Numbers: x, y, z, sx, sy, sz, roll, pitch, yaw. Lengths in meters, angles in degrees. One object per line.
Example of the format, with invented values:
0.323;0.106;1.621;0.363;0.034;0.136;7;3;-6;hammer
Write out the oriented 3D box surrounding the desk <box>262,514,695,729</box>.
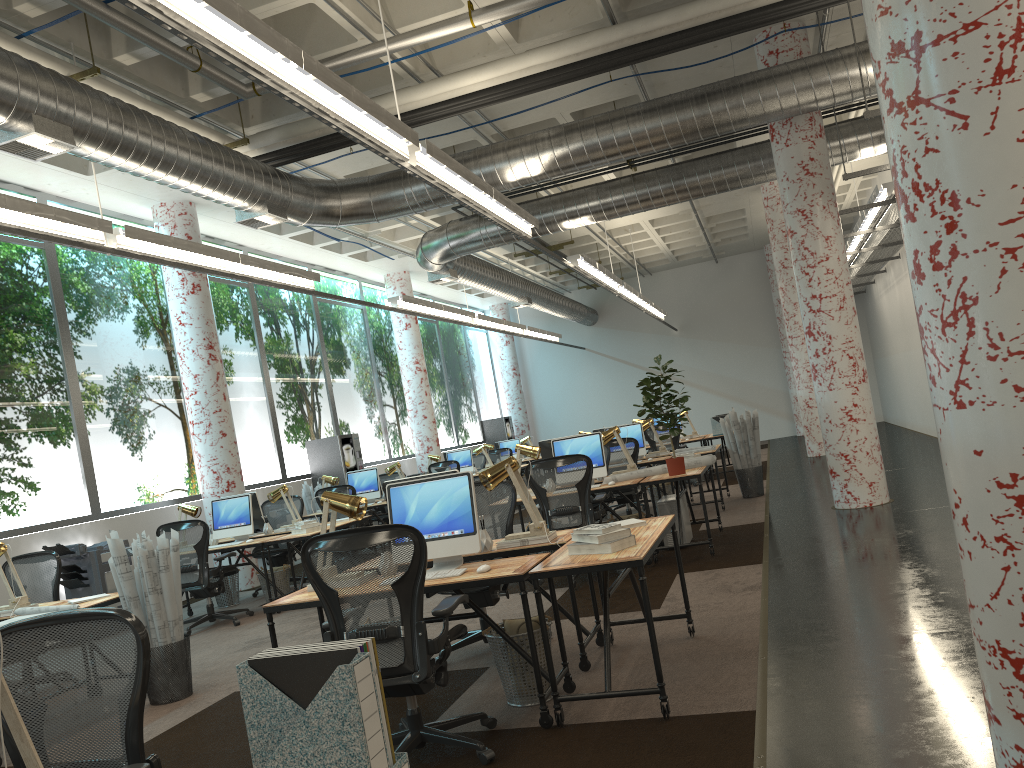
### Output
-0.087;1.296;4.817;1.945;0.724;1.399;-11;-3;16;desk

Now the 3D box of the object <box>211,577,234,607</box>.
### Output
-3.237;2.289;9.873;0.236;0.403;0.119;-10;0;17;object

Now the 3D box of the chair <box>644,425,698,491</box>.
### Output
2.518;1.184;14.445;0.770;1.085;0.793;-10;-1;0;chair

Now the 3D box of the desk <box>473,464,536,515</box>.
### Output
-0.624;2.021;16.350;1.945;0.724;1.399;-11;-3;16;desk

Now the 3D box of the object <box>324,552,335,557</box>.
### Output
-2.780;2.412;13.291;0.355;0.398;0.352;-11;-2;35;object

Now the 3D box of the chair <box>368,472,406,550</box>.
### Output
-1.857;1.902;13.495;0.770;1.085;0.793;-10;-1;0;chair

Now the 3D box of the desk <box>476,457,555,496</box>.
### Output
0.285;2.032;19.465;1.945;0.724;1.399;-11;-3;16;desk

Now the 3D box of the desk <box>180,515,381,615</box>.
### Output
-2.615;1.998;9.533;1.945;0.724;1.399;-11;-3;16;desk

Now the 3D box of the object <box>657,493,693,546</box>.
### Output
1.594;1.328;8.641;0.221;0.454;0.540;-10;-2;16;object

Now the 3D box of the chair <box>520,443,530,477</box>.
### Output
0.168;1.925;20.432;0.770;1.085;0.793;-10;-1;0;chair

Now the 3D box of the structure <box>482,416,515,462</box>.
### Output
-0.241;1.815;23.833;0.640;1.810;0.748;-10;-1;16;structure

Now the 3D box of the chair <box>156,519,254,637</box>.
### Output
-3.065;1.853;8.706;0.770;1.085;0.793;-10;-1;0;chair

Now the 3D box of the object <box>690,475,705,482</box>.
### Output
3.111;1.438;14.997;0.359;0.435;0.353;-10;-1;13;object

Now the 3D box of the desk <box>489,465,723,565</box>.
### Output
0.943;1.292;8.460;1.945;0.724;1.399;-11;-3;16;desk

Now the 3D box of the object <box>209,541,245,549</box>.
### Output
-2.969;1.661;9.107;0.440;0.017;0.118;-11;-3;16;object

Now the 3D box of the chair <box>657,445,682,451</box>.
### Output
2.851;1.224;16.238;0.770;1.085;0.793;-10;-1;0;chair

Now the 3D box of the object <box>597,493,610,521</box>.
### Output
1.163;1.611;11.898;0.359;0.435;0.353;-10;-1;13;object

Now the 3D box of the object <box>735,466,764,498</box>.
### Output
3.115;1.278;11.535;0.352;0.398;0.354;-9;-2;-29;object

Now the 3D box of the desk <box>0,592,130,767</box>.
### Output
-3.674;1.986;5.904;1.945;0.724;1.399;-11;-3;16;desk

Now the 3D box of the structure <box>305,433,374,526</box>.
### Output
-2.854;1.785;14.883;0.640;1.810;0.748;-10;-1;16;structure

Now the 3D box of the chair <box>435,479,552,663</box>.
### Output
-0.205;1.189;5.784;0.770;1.085;0.793;-10;-1;0;chair

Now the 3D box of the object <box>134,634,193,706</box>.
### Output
-2.320;1.929;5.955;0.352;0.398;0.355;-9;-2;-29;object

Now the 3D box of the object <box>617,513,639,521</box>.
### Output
1.115;1.412;8.259;0.236;0.403;0.119;-10;0;17;object

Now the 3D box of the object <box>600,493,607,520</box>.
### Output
1.138;1.625;11.824;0.236;0.403;0.119;-10;0;17;object

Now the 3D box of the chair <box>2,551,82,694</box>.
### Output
-3.791;1.880;6.871;0.770;1.085;0.793;-10;-1;0;chair

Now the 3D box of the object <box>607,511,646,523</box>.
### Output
1.086;1.400;8.185;0.359;0.435;0.353;-10;-1;13;object

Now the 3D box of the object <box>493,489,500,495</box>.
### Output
-0.338;2.322;19.805;0.236;0.403;0.119;-10;0;17;object

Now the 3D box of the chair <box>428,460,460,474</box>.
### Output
-1.075;1.875;15.524;0.770;1.085;0.793;-10;-1;0;chair

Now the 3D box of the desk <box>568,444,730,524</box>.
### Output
1.761;1.335;11.484;1.945;0.724;1.399;-11;-3;16;desk

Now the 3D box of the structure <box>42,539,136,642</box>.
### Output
-4.379;2.137;9.435;0.504;1.057;1.056;-10;-2;16;structure

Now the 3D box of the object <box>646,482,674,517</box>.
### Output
1.903;1.443;11.209;0.359;0.435;0.353;-10;-1;13;object

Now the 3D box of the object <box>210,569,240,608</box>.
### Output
-3.213;2.275;9.947;0.359;0.435;0.353;-10;-1;13;object

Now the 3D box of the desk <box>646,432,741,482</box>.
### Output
2.968;1.330;15.272;1.945;0.724;1.399;-11;-3;16;desk

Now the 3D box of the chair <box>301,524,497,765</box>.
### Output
-0.538;1.150;3.991;0.770;1.085;0.793;-10;-1;0;chair

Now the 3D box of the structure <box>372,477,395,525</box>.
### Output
-2.359;2.161;16.363;0.504;1.057;1.056;-10;-2;16;structure

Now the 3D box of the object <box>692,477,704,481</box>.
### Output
3.140;1.451;15.071;0.236;0.403;0.119;-10;0;17;object

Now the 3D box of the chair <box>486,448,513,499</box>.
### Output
-0.165;1.886;18.639;0.770;1.085;0.793;-10;-1;0;chair

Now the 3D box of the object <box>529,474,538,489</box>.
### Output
0.457;2.152;19.264;0.236;0.403;0.119;-10;0;17;object

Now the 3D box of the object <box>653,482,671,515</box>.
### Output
1.933;1.456;11.283;0.236;0.403;0.119;-10;0;17;object

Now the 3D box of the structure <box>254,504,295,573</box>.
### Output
-3.474;2.148;12.540;0.504;1.057;1.056;-10;-2;16;structure

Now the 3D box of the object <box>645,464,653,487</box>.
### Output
2.370;1.606;15.686;0.359;0.435;0.353;-10;-1;13;object

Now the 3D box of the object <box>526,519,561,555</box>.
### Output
0.345;1.568;8.875;0.359;0.435;0.353;-10;-1;13;object

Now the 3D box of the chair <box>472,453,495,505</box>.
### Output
-0.741;1.915;17.317;0.770;1.085;0.793;-10;-1;0;chair

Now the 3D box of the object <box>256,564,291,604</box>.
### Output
-2.472;2.106;9.258;0.359;0.435;0.353;-10;-1;13;object

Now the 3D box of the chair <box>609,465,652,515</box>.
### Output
1.644;1.229;12.450;0.770;1.085;0.793;-10;-1;0;chair

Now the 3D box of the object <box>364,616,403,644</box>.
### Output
-0.686;1.572;5.232;0.359;0.435;0.353;-10;-1;13;object

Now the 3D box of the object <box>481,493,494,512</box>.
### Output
-0.452;2.142;16.150;0.236;0.403;0.119;-10;0;17;object

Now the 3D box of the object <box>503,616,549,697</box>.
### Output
0.084;1.416;4.616;0.236;0.403;0.119;-10;0;17;object

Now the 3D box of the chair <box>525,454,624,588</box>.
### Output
0.493;1.146;7.634;0.770;1.085;0.793;-10;-1;0;chair

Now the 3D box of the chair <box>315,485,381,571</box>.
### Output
-2.190;1.863;11.702;0.770;1.085;0.793;-10;-1;0;chair

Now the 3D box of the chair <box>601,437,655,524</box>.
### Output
1.311;1.189;10.657;0.770;1.085;0.793;-10;-1;0;chair

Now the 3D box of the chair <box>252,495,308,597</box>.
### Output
-2.732;1.892;10.499;0.770;1.085;0.793;-10;-1;0;chair

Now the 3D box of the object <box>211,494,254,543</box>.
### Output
-2.923;1.427;9.313;0.485;0.485;0.189;-10;-1;16;object

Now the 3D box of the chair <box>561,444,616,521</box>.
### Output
0.826;1.185;9.427;0.770;1.085;0.793;-10;-1;0;chair

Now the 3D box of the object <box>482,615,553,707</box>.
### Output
0.055;1.404;4.542;0.359;0.435;0.353;-10;-1;13;object

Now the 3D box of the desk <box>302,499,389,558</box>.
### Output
-1.740;2.008;12.528;1.945;0.724;1.399;-11;-3;16;desk

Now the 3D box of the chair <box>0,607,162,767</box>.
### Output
-1.221;1.177;2.291;0.770;1.085;0.793;-10;-1;0;chair

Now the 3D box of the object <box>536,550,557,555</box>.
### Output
0.321;1.582;8.801;0.236;0.403;0.119;-10;0;17;object
